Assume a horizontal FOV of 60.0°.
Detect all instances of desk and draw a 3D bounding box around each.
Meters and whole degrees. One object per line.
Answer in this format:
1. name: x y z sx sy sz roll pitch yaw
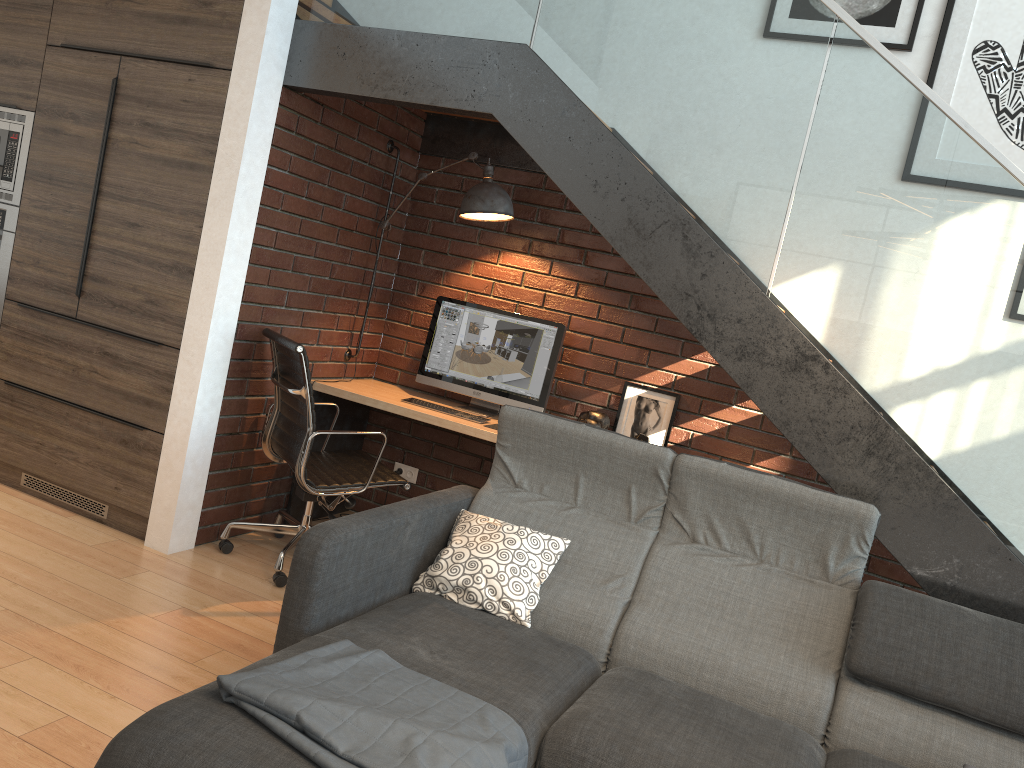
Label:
1. desk: 0.020 0.600 4.244 2.182 0.750 0.610 15 6 21

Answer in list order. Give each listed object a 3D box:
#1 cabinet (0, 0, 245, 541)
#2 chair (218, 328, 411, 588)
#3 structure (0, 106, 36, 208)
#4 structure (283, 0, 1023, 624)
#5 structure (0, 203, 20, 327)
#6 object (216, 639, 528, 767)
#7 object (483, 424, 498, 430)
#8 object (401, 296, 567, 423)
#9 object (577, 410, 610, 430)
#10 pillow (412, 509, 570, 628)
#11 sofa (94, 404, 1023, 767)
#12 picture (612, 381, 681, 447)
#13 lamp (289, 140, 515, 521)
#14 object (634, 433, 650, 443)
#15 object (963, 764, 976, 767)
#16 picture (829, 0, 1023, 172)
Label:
1. cabinet: -2.902 -0.722 2.449 2.401 2.401 3.495 15 6 21
2. chair: -0.851 0.309 3.944 0.700 0.991 0.651 9 7 -34
3. structure: -2.366 -1.080 4.313 0.595 0.430 0.459 15 6 21
4. structure: 0.416 -0.424 3.806 5.660 3.460 1.289 15 6 21
5. structure: -2.481 -0.593 4.344 0.595 0.570 0.495 15 6 21
6. object: -0.272 0.853 1.892 0.685 0.369 0.548 16 6 29
7. object: 0.012 0.222 4.141 0.250 0.002 0.200 15 6 21
8. object: -0.159 -0.114 4.374 0.716 0.535 0.431 15 6 21
9. object: 0.373 0.206 4.290 0.252 0.160 0.149 16 6 30
10. pillow: 0.957 0.807 2.405 2.734 0.364 0.386 15 6 25
11. sofa: 0.813 0.894 1.814 3.169 0.995 2.108 15 6 22
12. picture: 0.642 0.178 4.304 0.279 0.329 0.049 15 6 21
13. lamp: -0.381 -0.158 4.470 1.054 2.003 0.462 13 6 5
14. object: 0.642 0.303 4.138 0.166 0.119 0.149 14 6 19
15. object: 1.334 1.060 2.136 0.905 0.118 0.411 12 6 -3
16. picture: 2.022 -1.665 3.735 1.785 1.678 0.028 15 6 21
